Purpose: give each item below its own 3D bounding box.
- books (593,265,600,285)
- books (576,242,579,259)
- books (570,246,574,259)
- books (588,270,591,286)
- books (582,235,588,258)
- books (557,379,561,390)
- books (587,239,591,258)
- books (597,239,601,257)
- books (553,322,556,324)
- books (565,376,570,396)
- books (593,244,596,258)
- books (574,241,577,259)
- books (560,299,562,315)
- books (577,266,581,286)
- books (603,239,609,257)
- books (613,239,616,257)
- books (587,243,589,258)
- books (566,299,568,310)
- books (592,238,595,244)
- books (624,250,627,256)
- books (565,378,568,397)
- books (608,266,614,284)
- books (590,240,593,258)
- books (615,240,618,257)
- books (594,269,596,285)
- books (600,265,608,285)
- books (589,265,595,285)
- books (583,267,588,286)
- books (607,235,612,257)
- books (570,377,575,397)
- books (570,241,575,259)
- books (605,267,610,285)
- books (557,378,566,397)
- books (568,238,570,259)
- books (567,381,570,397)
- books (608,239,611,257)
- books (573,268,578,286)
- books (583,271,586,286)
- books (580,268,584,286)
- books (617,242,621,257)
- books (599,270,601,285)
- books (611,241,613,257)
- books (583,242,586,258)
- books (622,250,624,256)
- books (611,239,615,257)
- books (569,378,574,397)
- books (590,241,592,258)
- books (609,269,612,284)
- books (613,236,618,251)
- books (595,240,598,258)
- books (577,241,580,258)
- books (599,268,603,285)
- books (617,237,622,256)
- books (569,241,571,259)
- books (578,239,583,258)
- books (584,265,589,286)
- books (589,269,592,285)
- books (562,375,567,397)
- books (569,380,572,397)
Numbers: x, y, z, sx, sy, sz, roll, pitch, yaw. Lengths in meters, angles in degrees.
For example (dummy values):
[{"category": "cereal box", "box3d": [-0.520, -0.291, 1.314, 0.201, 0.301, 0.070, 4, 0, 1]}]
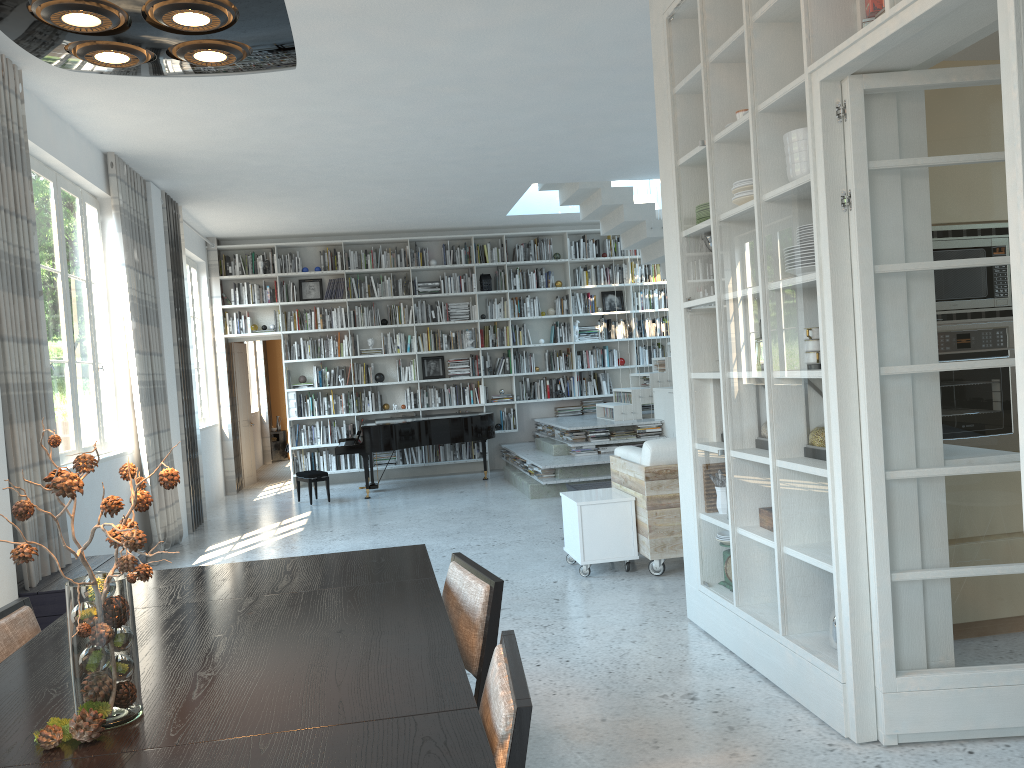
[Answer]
[{"category": "books", "box3d": [1.141, -1.456, 12.002, 0.032, 0.265, 0.245, -4, 1, -9]}, {"category": "books", "box3d": [0.867, -1.788, 11.998, 0.024, 0.231, 0.168, -4, 2, -9]}, {"category": "books", "box3d": [0.797, -1.759, 11.973, 0.022, 0.182, 0.189, -4, 1, -9]}, {"category": "books", "box3d": [1.031, -1.428, 12.035, 0.030, 0.224, 0.158, -4, 2, -9]}, {"category": "books", "box3d": [0.988, -1.847, 12.007, 0.014, 0.332, 0.180, -4, 2, -9]}, {"category": "books", "box3d": [0.634, 0.060, 12.004, 0.012, 0.249, 0.164, -4, 2, -9]}, {"category": "books", "box3d": [1.033, -1.815, 12.018, 0.014, 0.262, 0.168, -4, 2, -9]}, {"category": "books", "box3d": [1.161, -1.822, 12.045, 0.030, 0.257, 0.164, -4, 2, -9]}, {"category": "books", "box3d": [0.585, -0.693, 11.996, 0.016, 0.290, 0.135, -4, 2, -9]}, {"category": "books", "box3d": [0.754, 0.034, 12.041, 0.012, 0.282, 0.143, -4, 2, -9]}, {"category": "books", "box3d": [1.097, -1.790, 12.025, 0.024, 0.202, 0.190, -4, 1, -9]}, {"category": "books", "box3d": [0.843, -1.792, 11.986, 0.026, 0.242, 0.184, -4, 2, -9]}, {"category": "books", "box3d": [0.649, -1.036, 12.007, 0.011, 0.228, 0.131, -4, 2, -9]}, {"category": "books", "box3d": [0.902, -1.448, 12.016, 0.051, 0.282, 0.166, -4, 2, -9]}, {"category": "books", "box3d": [1.273, -1.829, 12.052, 0.019, 0.256, 0.169, -4, 2, -9]}, {"category": "books", "box3d": [1.379, -1.838, 12.091, 0.017, 0.257, 0.146, -4, 2, -9]}, {"category": "books", "box3d": [1.009, -1.793, 12.035, 0.030, 0.220, 0.133, -4, 2, -9]}, {"category": "books", "box3d": [0.732, -1.038, 12.003, 0.013, 0.221, 0.155, -4, 2, -9]}, {"category": "books", "box3d": [1.107, -1.830, 12.053, 0.012, 0.279, 0.153, -4, 2, -9]}, {"category": "books", "box3d": [1.522, -1.851, 12.099, 0.026, 0.263, 0.163, -4, 2, -9]}, {"category": "books", "box3d": [0.728, 0.045, 12.023, 0.021, 0.265, 0.150, -4, 2, -9]}, {"category": "books", "box3d": [1.345, -1.471, 12.082, 0.023, 0.264, 0.156, -4, 2, -9]}, {"category": "books", "box3d": [1.071, -1.814, 12.034, 0.021, 0.254, 0.151, -4, 2, -9]}, {"category": "books", "box3d": [1.400, -1.828, 12.072, 0.018, 0.235, 0.186, -4, 2, -9]}, {"category": "books", "box3d": [1.106, -1.441, 12.049, 0.025, 0.238, 0.142, -4, 2, -9]}, {"category": "books", "box3d": [1.251, -1.474, 12.075, 0.048, 0.283, 0.162, -4, 2, -9]}, {"category": "books", "box3d": [1.081, -1.464, 12.035, 0.026, 0.288, 0.156, -4, 2, -9]}, {"category": "books", "box3d": [0.993, -1.444, 12.020, 0.026, 0.261, 0.167, -4, 2, -9]}, {"category": "books", "box3d": [1.331, -1.866, 12.068, 0.007, 0.321, 0.165, -4, 2, -9]}, {"category": "books", "box3d": [0.827, 0.034, 12.028, 0.025, 0.272, 0.171, -4, 2, -9]}, {"category": "books", "box3d": [0.816, -1.794, 11.987, 0.025, 0.250, 0.178, -4, 2, -9]}, {"category": "books", "box3d": [1.287, -1.454, 12.057, 0.014, 0.240, 0.189, -4, 2, -9]}, {"category": "books", "box3d": [0.672, 0.048, 12.004, 0.070, 0.266, 0.186, -4, 2, -9]}, {"category": "books", "box3d": [0.752, -1.812, 11.984, 0.028, 0.294, 0.150, -4, 2, -9]}, {"category": "books", "box3d": [0.748, 0.066, 12.015, 0.013, 0.220, 0.168, -4, 2, -9]}, {"category": "books", "box3d": [1.305, -1.830, 12.065, 0.016, 0.252, 0.189, -4, 2, -9]}, {"category": "books", "box3d": [0.858, -1.431, 12.011, 0.012, 0.254, 0.161, -4, 2, -9]}, {"category": "books", "box3d": [0.970, -1.415, 12.012, 0.025, 0.207, 0.175, -4, 2, -9]}, {"category": "books", "box3d": [0.940, -1.435, 12.031, 0.026, 0.251, 0.130, -4, 2, -9]}, {"category": "books", "box3d": [1.442, -1.818, 12.085, 0.029, 0.210, 0.169, -4, 2, -9]}, {"category": "books", "box3d": [1.177, -1.437, 12.066, 0.013, 0.221, 0.145, -4, 2, -9]}, {"category": "books", "box3d": [1.342, -1.819, 12.063, 0.007, 0.226, 0.170, -4, 2, -9]}, {"category": "books", "box3d": [0.967, -1.795, 12.016, 0.030, 0.231, 0.148, -4, 2, -9]}, {"category": "books", "box3d": [1.492, -1.823, 12.117, 0.031, 0.211, 0.131, -4, 2, -9]}, {"category": "books", "box3d": [1.358, -1.832, 12.072, 0.031, 0.249, 0.164, -4, 2, -9]}, {"category": "books", "box3d": [0.802, 0.043, 12.024, 0.026, 0.258, 0.156, -4, 2, -9]}, {"category": "books", "box3d": [1.051, -1.804, 12.023, 0.022, 0.236, 0.172, -4, 2, -9]}, {"category": "books", "box3d": [1.322, -1.446, 12.070, 0.031, 0.217, 0.165, -4, 2, -9]}, {"category": "books", "box3d": [1.413, -1.861, 12.094, 0.020, 0.299, 0.131, -4, 2, -9]}, {"category": "books", "box3d": [1.138, -1.819, 12.055, 0.012, 0.254, 0.161, -4, 2, -9]}, {"category": "books", "box3d": [0.889, -1.799, 12.019, 0.027, 0.249, 0.140, -4, 2, -9]}, {"category": "books", "box3d": [1.203, -1.443, 12.040, 0.030, 0.230, 0.187, -4, 2, -9]}, {"category": "books", "box3d": [1.463, -1.855, 12.106, 0.025, 0.279, 0.136, -4, 2, -9]}, {"category": "books", "box3d": [0.772, -1.798, 11.997, 0.014, 0.264, 0.140, -4, 2, -9]}, {"category": "books", "box3d": [0.928, -1.816, 12.007, 0.048, 0.278, 0.150, -4, 2, -9]}, {"category": "books", "box3d": [1.008, -1.463, 12.031, 0.011, 0.296, 0.162, -4, 2, -9]}, {"category": "books", "box3d": [1.055, -1.436, 12.053, 0.024, 0.236, 0.146, -4, 2, -9]}, {"category": "books", "box3d": [0.710, 0.032, 12.019, 0.013, 0.294, 0.134, -4, 2, -9]}, {"category": "books", "box3d": [0.779, 0.060, 12.014, 0.025, 0.228, 0.175, -4, 2, -9]}]
